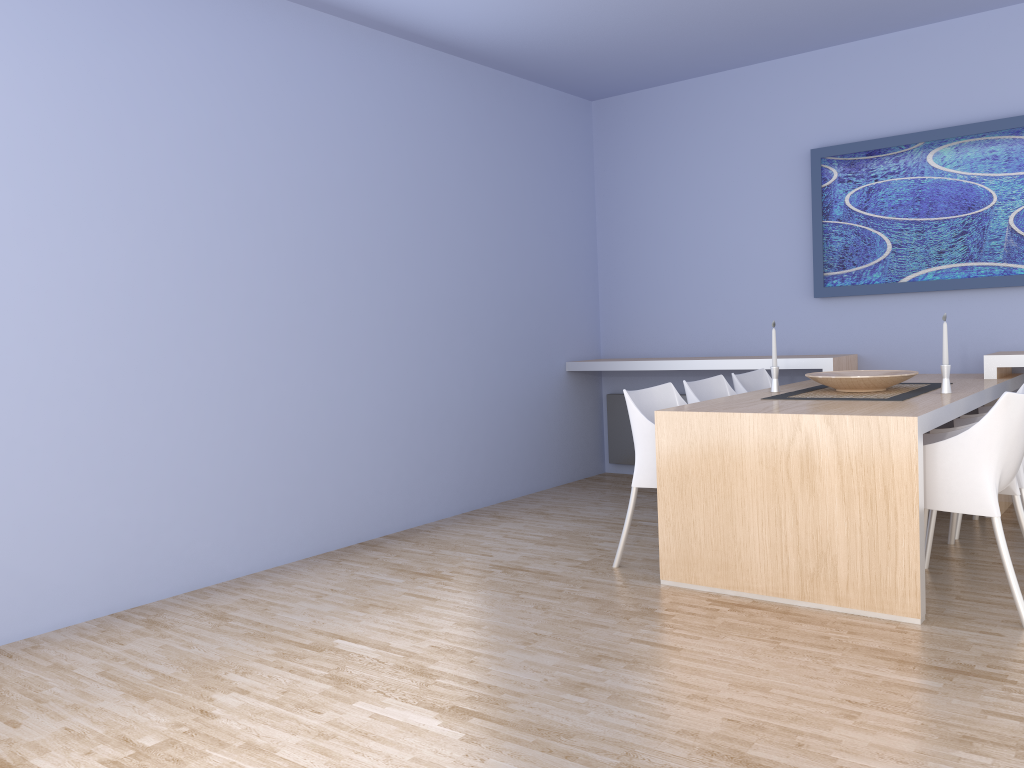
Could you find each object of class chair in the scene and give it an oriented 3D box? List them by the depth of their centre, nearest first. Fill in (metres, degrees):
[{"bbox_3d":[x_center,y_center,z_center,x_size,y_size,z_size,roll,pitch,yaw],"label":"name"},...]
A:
[{"bbox_3d":[1.679,0.405,3.279,0.486,0.793,0.510,0,4,38],"label":"chair"},{"bbox_3d":[2.043,0.362,3.748,0.486,0.793,0.510,0,4,38],"label":"chair"},{"bbox_3d":[0.772,0.403,3.981,0.486,0.793,0.510,0,4,38],"label":"chair"},{"bbox_3d":[2.402,0.319,4.212,0.486,0.793,0.510,0,4,38],"label":"chair"},{"bbox_3d":[1.123,0.361,4.434,0.486,0.793,0.510,0,4,38],"label":"chair"},{"bbox_3d":[1.473,0.320,4.887,0.486,0.793,0.510,0,4,38],"label":"chair"}]

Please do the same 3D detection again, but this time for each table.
[{"bbox_3d":[1.707,0.384,4.254,1.002,0.718,2.340,0,4,38],"label":"table"}]

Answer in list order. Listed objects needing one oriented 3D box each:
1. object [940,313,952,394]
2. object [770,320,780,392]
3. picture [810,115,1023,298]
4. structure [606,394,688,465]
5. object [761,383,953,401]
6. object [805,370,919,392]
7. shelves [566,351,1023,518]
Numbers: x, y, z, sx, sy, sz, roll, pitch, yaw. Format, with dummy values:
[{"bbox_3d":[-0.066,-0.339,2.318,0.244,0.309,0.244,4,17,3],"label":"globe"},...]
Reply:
[{"bbox_3d":[1.872,-0.134,3.830,0.045,0.349,0.045,0,4,38],"label":"object"},{"bbox_3d":[1.271,-0.136,4.296,0.045,0.349,0.045,-3,3,-11],"label":"object"},{"bbox_3d":[2.345,-0.979,5.057,1.252,0.901,0.049,0,4,38],"label":"picture"},{"bbox_3d":[2.230,0.326,5.265,3.843,0.503,0.064,0,4,38],"label":"structure"},{"bbox_3d":[1.633,0.032,4.143,0.594,0.005,0.986,0,4,37],"label":"object"},{"bbox_3d":[1.630,-0.011,4.145,0.493,0.081,0.493,-5,4,-34],"label":"object"},{"bbox_3d":[2.063,0.254,5.158,3.901,0.840,0.463,0,4,38],"label":"shelves"}]
